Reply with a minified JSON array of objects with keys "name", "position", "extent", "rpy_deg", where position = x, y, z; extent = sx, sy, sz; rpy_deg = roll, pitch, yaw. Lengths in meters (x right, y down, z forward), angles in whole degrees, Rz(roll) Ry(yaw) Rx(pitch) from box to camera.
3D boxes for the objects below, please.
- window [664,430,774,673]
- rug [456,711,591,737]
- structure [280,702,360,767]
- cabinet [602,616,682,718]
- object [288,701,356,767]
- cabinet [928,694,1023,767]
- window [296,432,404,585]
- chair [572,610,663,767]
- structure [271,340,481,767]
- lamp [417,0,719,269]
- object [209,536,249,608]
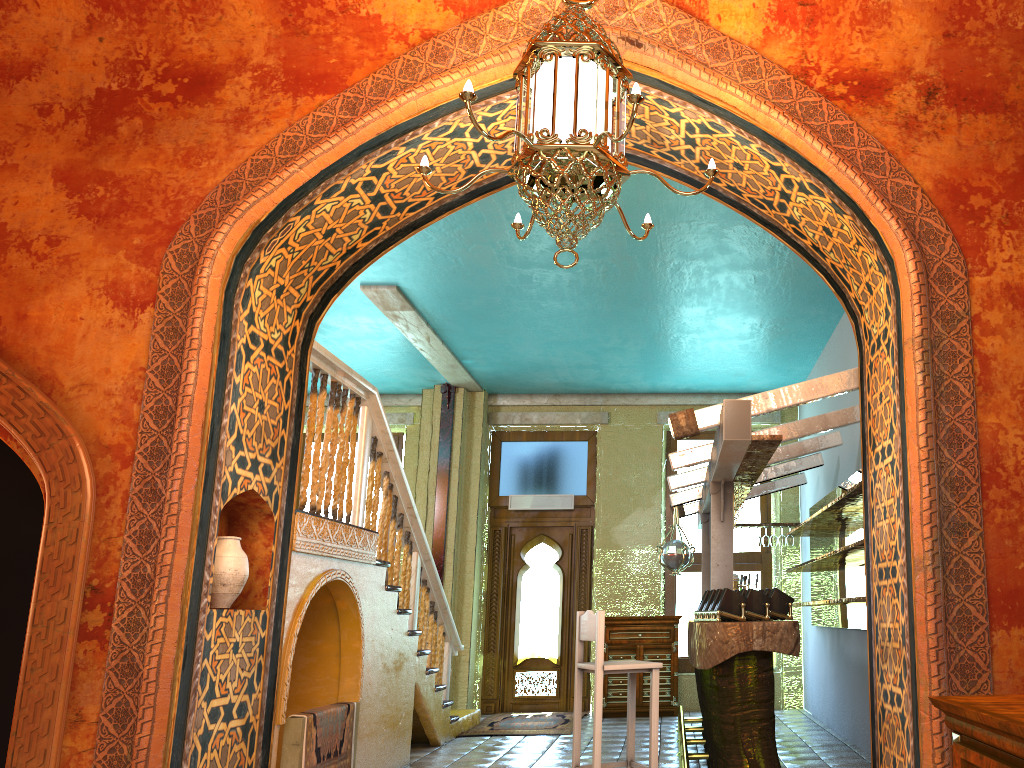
[{"name":"window","position":[2.946,2.334,12.142],"extent":[1.543,3.378,0.088],"rpy_deg":[2,-11,-2]},{"name":"rug","position":[0.207,4.192,10.563],"extent":[1.301,0.038,2.458],"rpy_deg":[-3,-15,7]},{"name":"structure","position":[-1.283,2.547,5.726],"extent":[0.107,0.680,1.039],"rpy_deg":[0,-14,11]},{"name":"cabinet","position":[1.708,3.760,11.344],"extent":[1.120,1.288,0.622],"rpy_deg":[1,-12,1]},{"name":"object","position":[-1.274,2.458,5.728],"extent":[0.149,0.548,0.906],"rpy_deg":[0,-14,10]},{"name":"cabinet","position":[1.313,1.234,1.696],"extent":[0.487,1.040,1.533],"rpy_deg":[-1,-14,9]},{"name":"window","position":[-2.412,2.348,11.873],"extent":[1.543,3.378,0.088],"rpy_deg":[2,-11,-2]},{"name":"chair","position":[0.760,2.316,6.171],"extent":[0.540,1.320,0.468],"rpy_deg":[6,-13,-21]},{"name":"structure","position":[-1.734,1.979,7.994],"extent":[1.775,3.104,6.028],"rpy_deg":[-1,-14,9]},{"name":"lamp","position":[0.280,-1.626,3.781],"extent":[1.288,2.337,1.144],"rpy_deg":[0,-12,4]},{"name":"object","position":[-1.579,1.031,4.657],"extent":[0.235,0.379,0.272],"rpy_deg":[-4,-13,21]}]
